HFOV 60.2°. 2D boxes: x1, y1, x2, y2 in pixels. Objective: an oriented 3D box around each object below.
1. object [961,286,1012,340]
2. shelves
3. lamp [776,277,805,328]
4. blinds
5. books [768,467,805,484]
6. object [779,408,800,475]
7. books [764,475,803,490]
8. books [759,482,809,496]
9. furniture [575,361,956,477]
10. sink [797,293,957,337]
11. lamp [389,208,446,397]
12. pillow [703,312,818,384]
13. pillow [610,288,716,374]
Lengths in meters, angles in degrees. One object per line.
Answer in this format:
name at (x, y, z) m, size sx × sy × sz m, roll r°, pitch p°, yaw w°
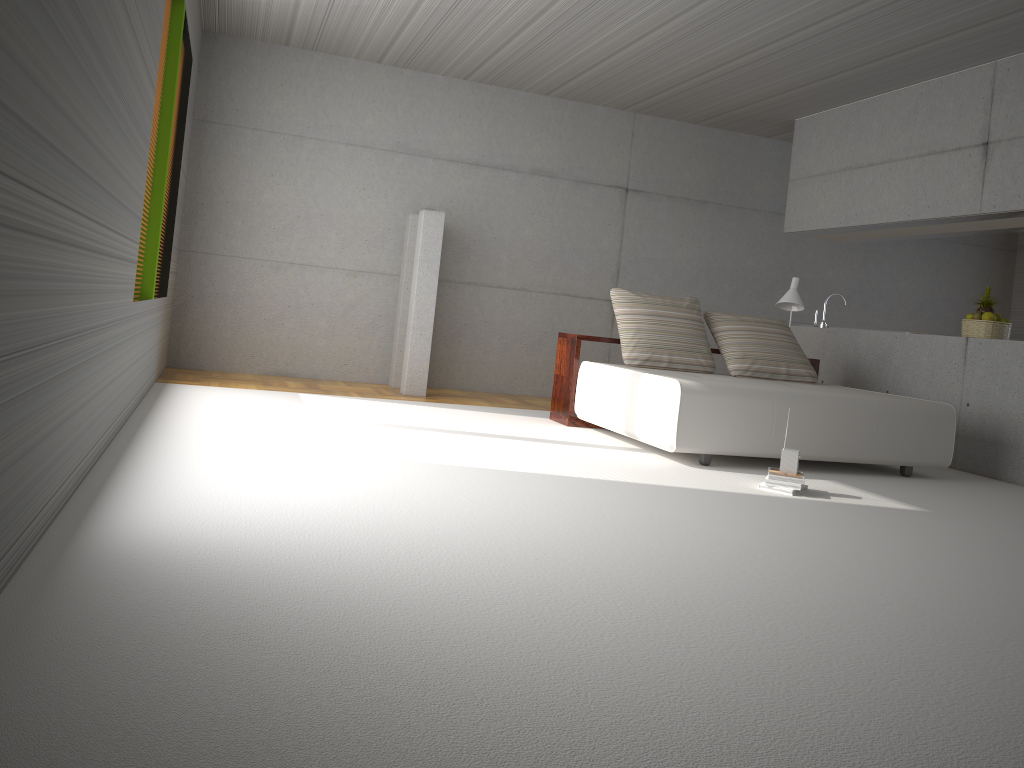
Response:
object at (3.819, -0.572, 7.114) m, size 0.367 × 0.442 × 0.335 m, roll 5°, pitch 2°, yaw -33°
shelves at (1.468, 0.039, 7.386) m, size 2.245 × 0.716 × 0.401 m, roll 5°, pitch 1°, yaw -18°
lamp at (2.445, -0.592, 7.718) m, size 0.322 × 0.700 × 0.245 m, roll 6°, pitch 0°, yaw -37°
blinds at (-2.301, -1.463, 5.692) m, size 0.012 × 2.043 × 3.547 m, roll 6°, pitch 3°, yaw -19°
books at (1.519, 0.508, 4.903) m, size 0.189 × 0.032 × 0.264 m, roll 7°, pitch 4°, yaw 16°
object at (1.534, 0.314, 4.858) m, size 0.090 × 0.366 × 0.185 m, roll 6°, pitch 1°, yaw 22°
books at (1.510, 0.540, 4.899) m, size 0.189 × 0.032 × 0.264 m, roll 8°, pitch 4°, yaw 21°
books at (1.506, 0.572, 4.899) m, size 0.190 × 0.032 × 0.264 m, roll 9°, pitch 5°, yaw 36°
furniture at (1.752, 0.238, 6.436) m, size 2.163 × 0.522 × 1.620 m, roll 5°, pitch 4°, yaw -18°
sink at (3.409, -0.566, 8.375) m, size 0.764 × 0.539 × 1.710 m, roll 5°, pitch 4°, yaw -18°
lamp at (-0.904, -0.772, 8.321) m, size 0.199 × 1.692 × 0.800 m, roll 6°, pitch 0°, yaw -19°
pillow at (2.015, -0.295, 7.181) m, size 0.805 × 0.517 × 0.580 m, roll 5°, pitch 2°, yaw -17°
pillow at (1.196, -0.417, 6.965) m, size 0.799 × 0.610 × 0.492 m, roll 5°, pitch 2°, yaw -19°
